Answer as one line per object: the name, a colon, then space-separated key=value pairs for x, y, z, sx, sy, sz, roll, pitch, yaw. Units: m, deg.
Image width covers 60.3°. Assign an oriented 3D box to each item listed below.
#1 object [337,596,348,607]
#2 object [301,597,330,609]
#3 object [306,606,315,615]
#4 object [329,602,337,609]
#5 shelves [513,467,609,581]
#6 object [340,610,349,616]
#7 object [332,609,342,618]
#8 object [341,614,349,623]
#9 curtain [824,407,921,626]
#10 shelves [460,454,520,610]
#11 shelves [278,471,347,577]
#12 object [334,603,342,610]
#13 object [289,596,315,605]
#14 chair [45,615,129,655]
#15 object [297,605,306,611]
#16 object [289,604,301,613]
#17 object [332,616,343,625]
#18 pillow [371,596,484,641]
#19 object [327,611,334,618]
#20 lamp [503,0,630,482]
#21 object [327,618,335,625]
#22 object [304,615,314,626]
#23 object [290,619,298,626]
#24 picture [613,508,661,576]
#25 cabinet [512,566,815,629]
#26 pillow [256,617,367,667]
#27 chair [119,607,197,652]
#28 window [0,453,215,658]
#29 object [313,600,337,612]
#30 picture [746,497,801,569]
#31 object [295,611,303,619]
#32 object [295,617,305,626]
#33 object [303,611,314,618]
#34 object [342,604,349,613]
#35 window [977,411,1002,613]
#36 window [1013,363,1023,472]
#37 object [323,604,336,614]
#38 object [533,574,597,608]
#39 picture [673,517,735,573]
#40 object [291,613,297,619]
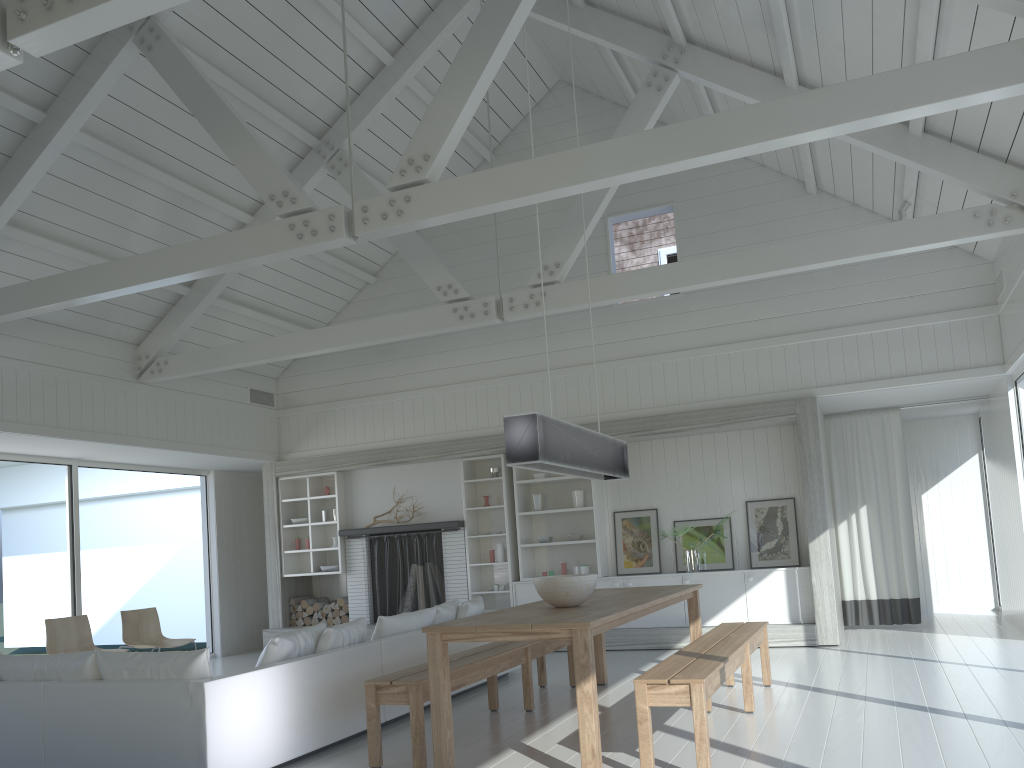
object: x=-1.991 y=2.689 z=10.947 sx=0.110 sy=0.110 sz=0.498 roll=-7 pitch=-11 yaw=20
object: x=-2.485 y=2.766 z=11.147 sx=0.110 sy=0.110 sz=0.498 roll=-7 pitch=-11 yaw=20
object: x=-2.415 y=2.835 z=11.114 sx=0.109 sy=0.108 sz=0.498 roll=-7 pitch=-11 yaw=20
object: x=-2.112 y=2.742 z=10.980 sx=0.087 sy=0.090 sz=0.483 roll=-7 pitch=-11 yaw=20
shelves: x=0.592 y=1.471 z=9.986 sx=0.943 sy=1.430 sz=0.608 roll=-6 pitch=-6 yaw=22
object: x=-1.971 y=2.816 z=10.924 sx=0.080 sy=0.079 sz=0.482 roll=-7 pitch=-11 yaw=20
object: x=-2.053 y=2.838 z=10.965 sx=0.109 sy=0.108 sz=0.498 roll=-7 pitch=-11 yaw=20
object: x=-1.938 y=2.896 z=10.915 sx=0.110 sy=0.110 sz=0.498 roll=-7 pitch=-11 yaw=20
curtain: x=3.864 y=1.465 z=9.716 sx=1.010 sy=2.349 sz=0.117 roll=-6 pitch=-5 yaw=22
shelves: x=-0.167 y=1.855 z=10.280 sx=0.543 sy=1.982 sz=0.608 roll=-6 pitch=-5 yaw=22
shelves: x=-2.383 y=1.767 z=11.060 sx=0.869 sy=1.228 sz=0.552 roll=-6 pitch=-6 yaw=22
object: x=-2.053 y=2.744 z=10.955 sx=0.080 sy=0.079 sz=0.482 roll=-7 pitch=-11 yaw=20
object: x=-2.664 y=2.749 z=11.208 sx=0.080 sy=0.079 sz=0.482 roll=-7 pitch=-11 yaw=20
chair: x=-3.792 y=2.444 z=7.786 sx=0.557 sy=0.773 sz=0.599 roll=-6 pitch=-7 yaw=22
object: x=-2.554 y=2.816 z=11.159 sx=0.080 sy=0.079 sz=0.482 roll=-7 pitch=-11 yaw=20
object: x=-2.638 y=2.837 z=11.206 sx=0.109 sy=0.108 sz=0.498 roll=-7 pitch=-11 yaw=20
object: x=-2.027 y=2.927 z=10.967 sx=0.134 sy=0.145 sz=0.552 roll=-7 pitch=-11 yaw=21
pillow: x=-0.623 y=2.023 z=7.142 sx=0.463 sy=0.472 sz=2.077 roll=-6 pitch=-10 yaw=14
object: x=-2.137 y=2.851 z=10.984 sx=0.080 sy=0.079 sz=0.482 roll=-7 pitch=-11 yaw=20
lamp: x=0.282 y=-1.509 z=5.890 sx=0.201 sy=4.205 sz=1.918 roll=-6 pitch=-6 yaw=21
object: x=-2.124 y=2.945 z=10.997 sx=0.108 sy=0.105 sz=0.519 roll=-7 pitch=-11 yaw=20
object: x=-2.440 y=2.968 z=11.119 sx=0.110 sy=0.110 sz=0.498 roll=-7 pitch=-11 yaw=20
object: x=-2.625 y=3.016 z=11.201 sx=0.108 sy=0.105 sz=0.519 roll=-7 pitch=-11 yaw=20
picture: x=1.364 y=1.726 z=9.611 sx=0.497 sy=0.697 sz=0.066 roll=-6 pitch=-5 yaw=22
cabinet: x=1.596 y=2.319 z=9.502 sx=3.195 sy=0.546 sz=0.658 roll=-8 pitch=-9 yaw=22
pillow: x=-1.290 y=1.781 z=5.619 sx=0.467 sy=0.473 sz=1.331 roll=-6 pitch=-10 yaw=13
chair: x=-3.444 y=2.553 z=8.487 sx=0.557 sy=0.773 sz=0.599 roll=-6 pitch=-7 yaw=22
window: x=-5.524 y=1.689 z=7.453 sx=0.081 sy=2.396 sz=8.782 roll=-6 pitch=-10 yaw=21
object: x=-2.322 y=2.787 z=11.078 sx=0.109 sy=0.108 sz=0.498 roll=-7 pitch=-11 yaw=20
picture: x=2.684 y=1.538 z=9.075 sx=0.497 sy=0.697 sz=0.066 roll=-6 pitch=-5 yaw=22
object: x=-2.554 y=2.909 z=11.168 sx=0.109 sy=0.108 sz=0.498 roll=-7 pitch=-11 yaw=20
object: x=-2.528 y=2.999 z=11.170 sx=0.134 sy=0.145 sz=0.552 roll=-7 pitch=-11 yaw=21
object: x=-2.472 y=2.887 z=11.128 sx=0.080 sy=0.079 sz=0.482 roll=-7 pitch=-11 yaw=20
object: x=-1.927 y=2.760 z=10.917 sx=0.109 sy=0.108 sz=0.498 roll=-7 pitch=-11 yaw=20
window: x=5.676 y=1.494 z=10.383 sx=0.038 sy=2.406 sz=0.951 roll=-6 pitch=-6 yaw=21
window: x=2.597 y=0.306 z=2.965 sx=0.081 sy=2.396 sz=11.013 roll=-6 pitch=-10 yaw=21
object: x=-2.178 y=2.793 z=11.019 sx=0.109 sy=0.108 sz=0.498 roll=-7 pitch=-11 yaw=20
object: x=0.327 y=1.253 z=5.328 sx=0.390 sy=0.183 sz=0.393 roll=-6 pitch=-10 yaw=13
picture: x=2.031 y=1.708 z=9.348 sx=0.611 sy=0.548 sz=0.054 roll=-7 pitch=-5 yaw=22
object: x=-2.638 y=2.923 z=11.188 sx=0.080 sy=0.079 sz=0.482 roll=-7 pitch=-11 yaw=20
